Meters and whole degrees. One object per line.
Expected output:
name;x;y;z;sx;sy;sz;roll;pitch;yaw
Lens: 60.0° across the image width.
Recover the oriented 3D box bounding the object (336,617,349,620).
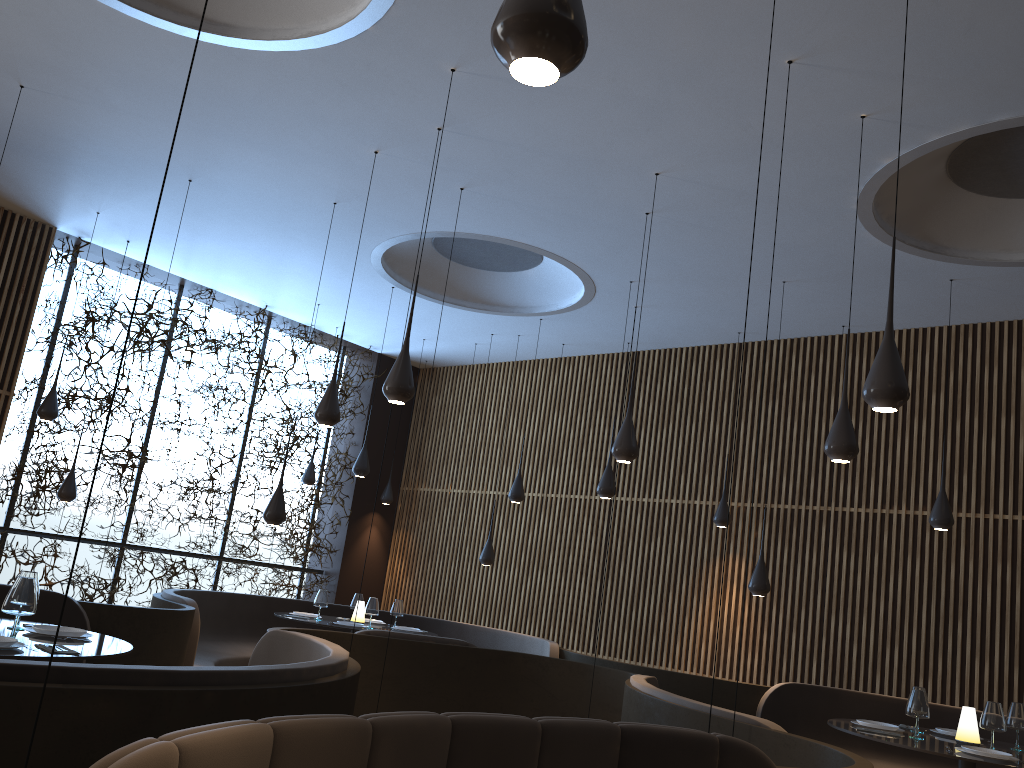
object;-1.831;2.547;9.616;0.126;0.017;0.263;9;-13;-2

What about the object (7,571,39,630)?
object;-2.555;1.129;4.633;0.142;0.294;0.142;14;-13;-26

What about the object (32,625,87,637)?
object;-2.342;1.280;4.587;0.263;0.029;0.264;-2;-16;36

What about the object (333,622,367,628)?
object;-1.562;2.331;8.559;0.331;0.014;0.334;1;-15;27

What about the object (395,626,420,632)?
object;-1.074;2.518;9.105;0.263;0.029;0.264;1;-15;29

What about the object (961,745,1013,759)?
object;2.737;2.128;5.113;0.263;0.029;0.264;0;-15;31

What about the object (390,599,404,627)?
object;-1.210;2.414;9.305;0.142;0.294;0.142;9;-12;-5

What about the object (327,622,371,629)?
object;-1.567;2.331;8.558;0.411;0.012;0.205;9;-13;-2

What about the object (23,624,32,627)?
object;-2.518;1.329;4.830;0.263;0.017;0.126;18;-16;-36

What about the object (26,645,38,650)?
object;-2.299;1.124;3.844;0.204;0.012;0.412;-4;-18;42

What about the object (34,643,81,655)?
object;-2.070;1.207;4.033;0.127;0.017;0.262;20;-17;-41

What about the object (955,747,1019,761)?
object;2.736;2.138;5.111;0.332;0.014;0.333;12;-14;-16

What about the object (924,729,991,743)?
object;3.053;2.410;6.078;0.410;0.012;0.205;2;-14;24

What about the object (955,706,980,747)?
object;2.896;2.172;5.627;0.142;0.231;0.145;0;-14;33

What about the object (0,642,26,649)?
object;-2.296;1.124;3.848;0.333;0.014;0.332;18;-17;-38

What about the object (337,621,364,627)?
object;-1.561;2.321;8.561;0.264;0.029;0.263;20;-17;-41

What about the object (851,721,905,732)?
object;2.416;2.267;5.859;0.331;0.014;0.334;1;-15;28

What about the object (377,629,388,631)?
object;-1.264;2.374;8.530;0.126;0.017;0.263;8;-13;2

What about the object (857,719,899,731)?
object;2.417;2.258;5.861;0.264;0.029;0.263;19;-17;-40

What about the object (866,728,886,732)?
object;2.416;2.269;5.864;0.204;0.012;0.413;5;-13;15

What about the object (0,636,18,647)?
object;-2.294;1.114;3.850;0.264;0.029;0.263;16;-15;-32

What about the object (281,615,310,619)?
object;-2.139;2.304;8.767;0.262;0.017;0.127;7;-13;3

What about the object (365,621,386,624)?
object;-1.531;2.581;9.610;0.332;0.014;0.333;-3;-17;39

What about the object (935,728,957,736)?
object;3.050;2.400;6.082;0.263;0.029;0.264;11;-13;-12

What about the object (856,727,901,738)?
object;2.307;2.195;5.585;0.262;0.017;0.127;4;-14;19

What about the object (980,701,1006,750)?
object;2.938;2.097;5.416;0.142;0.294;0.142;13;-13;-20

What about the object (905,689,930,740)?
object;2.567;2.089;5.611;0.142;0.294;0.142;1;-14;29

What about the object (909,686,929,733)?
object;2.765;2.218;6.041;0.142;0.294;0.142;12;-12;-17

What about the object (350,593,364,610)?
object;-1.656;2.388;9.464;0.142;0.294;0.142;-2;-16;41

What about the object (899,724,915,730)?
object;2.790;2.416;6.236;0.126;0.017;0.263;1;-15;28

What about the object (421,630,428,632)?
object;-1.029;2.609;9.392;0.262;0.017;0.127;6;-13;7

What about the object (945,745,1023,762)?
object;2.731;2.138;5.112;0.410;0.012;0.205;3;-14;20

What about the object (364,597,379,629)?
object;-1.387;2.259;8.750;0.142;0.294;0.142;0;-14;34

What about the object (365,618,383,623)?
object;-1.530;2.572;9.612;0.263;0.029;0.264;0;-15;32

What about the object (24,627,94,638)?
object;-2.343;1.289;4.585;0.333;0.014;0.332;16;-15;-30

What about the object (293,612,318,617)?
object;-2.108;2.361;9.064;0.263;0.029;0.264;11;-13;-12

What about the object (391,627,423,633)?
object;-1.075;2.527;9.103;0.331;0.014;0.334;2;-15;26

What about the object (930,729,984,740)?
object;3.048;2.409;6.080;0.332;0.014;0.333;10;-13;-9

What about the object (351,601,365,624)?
object;-1.572;2.350;9.117;0.142;0.231;0.145;3;-13;22

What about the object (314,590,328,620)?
object;-1.926;2.223;8.926;0.142;0.294;0.142;0;-15;35

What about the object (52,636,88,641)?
object;-2.340;1.290;4.581;0.205;0.012;0.411;19;-17;-40

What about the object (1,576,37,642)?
object;-2.284;1.044;4.104;0.142;0.294;0.143;5;-12;12

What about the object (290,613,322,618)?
object;-2.110;2.370;9.062;0.332;0.014;0.333;-2;-17;38

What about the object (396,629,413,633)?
object;-1.075;2.527;9.098;0.204;0.012;0.413;7;-13;3
